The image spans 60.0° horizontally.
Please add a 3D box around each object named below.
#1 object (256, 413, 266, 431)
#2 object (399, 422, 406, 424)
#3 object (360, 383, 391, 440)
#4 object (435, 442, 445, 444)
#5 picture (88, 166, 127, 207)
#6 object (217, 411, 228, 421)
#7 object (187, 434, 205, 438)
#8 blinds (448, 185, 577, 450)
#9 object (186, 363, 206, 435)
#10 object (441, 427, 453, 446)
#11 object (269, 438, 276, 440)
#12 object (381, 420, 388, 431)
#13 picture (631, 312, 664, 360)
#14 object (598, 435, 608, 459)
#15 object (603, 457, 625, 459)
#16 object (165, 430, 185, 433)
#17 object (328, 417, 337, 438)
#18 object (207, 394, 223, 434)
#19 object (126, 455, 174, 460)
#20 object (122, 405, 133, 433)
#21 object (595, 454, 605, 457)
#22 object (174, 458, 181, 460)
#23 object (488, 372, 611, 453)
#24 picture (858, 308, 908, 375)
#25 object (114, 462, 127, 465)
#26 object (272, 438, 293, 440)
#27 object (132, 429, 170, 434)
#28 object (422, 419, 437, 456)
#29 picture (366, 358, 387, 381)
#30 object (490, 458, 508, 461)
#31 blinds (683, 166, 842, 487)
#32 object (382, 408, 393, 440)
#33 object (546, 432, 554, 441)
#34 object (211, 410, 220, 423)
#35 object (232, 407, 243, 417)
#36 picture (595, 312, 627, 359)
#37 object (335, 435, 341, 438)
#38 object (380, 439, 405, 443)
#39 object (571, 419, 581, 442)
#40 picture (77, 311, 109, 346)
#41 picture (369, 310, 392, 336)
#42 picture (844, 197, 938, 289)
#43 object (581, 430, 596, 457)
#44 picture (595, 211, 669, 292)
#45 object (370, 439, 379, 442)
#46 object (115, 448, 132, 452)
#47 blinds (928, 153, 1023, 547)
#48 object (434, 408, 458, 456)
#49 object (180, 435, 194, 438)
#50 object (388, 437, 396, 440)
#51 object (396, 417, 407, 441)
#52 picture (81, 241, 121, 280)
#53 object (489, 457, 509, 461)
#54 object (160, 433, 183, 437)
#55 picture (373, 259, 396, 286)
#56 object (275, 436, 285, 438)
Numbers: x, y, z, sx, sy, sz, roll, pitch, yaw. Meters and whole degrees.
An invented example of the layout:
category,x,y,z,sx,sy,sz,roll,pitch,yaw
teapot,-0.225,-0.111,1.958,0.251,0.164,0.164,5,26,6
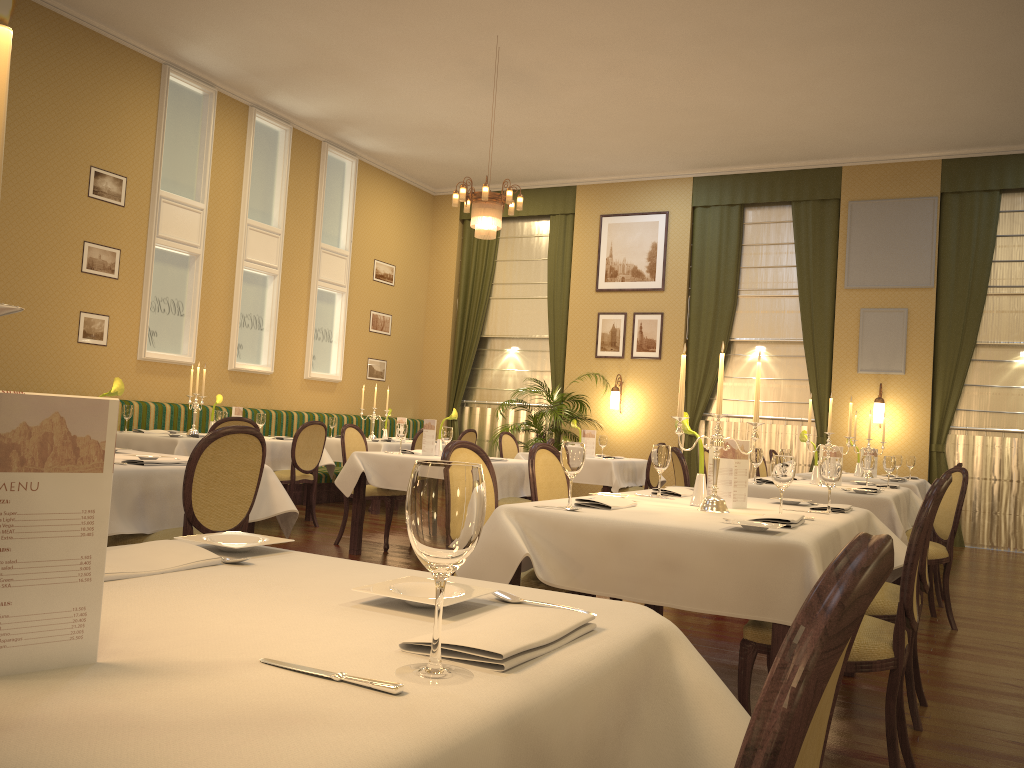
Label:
category,x,y,z,sx,sy,sz,roll,pitch,yaw
object,-2.262,0.379,7.971,0.088,0.229,0.088,4,-3,-15
object,-1.236,0.538,9.937,0.088,0.229,0.088,4,-3,-15
object,-1.560,0.312,10.048,0.390,0.655,0.131,2,-3,33
object,-0.830,0.699,10.571,0.142,0.024,0.273,2,-3,27
picture,-3.825,-1.866,8.394,0.008,0.294,0.401,2,-3,27
object,-2.471,0.346,7.544,0.088,0.229,0.088,4,-3,-15
object,-2.545,0.433,7.361,0.142,0.033,0.273,2,-3,27
blinds,-0.037,-0.658,12.710,1.934,4.537,0.225,2,-3,27
object,-2.752,0.126,7.722,0.390,0.655,0.131,1,-4,42
object,-0.476,0.426,6.438,0.088,0.229,0.088,5,-3,-20
object,-2.211,0.496,8.041,0.185,0.010,0.017,2,-3,28
object,-1.544,0.553,10.705,0.088,0.229,0.088,4,-3,-15
picture,1.781,-0.635,11.695,0.412,0.619,0.022,2,-3,27
object,0.894,0.623,8.746,0.088,0.229,0.088,4,-3,-15
object,1.038,0.753,9.068,0.142,0.024,0.273,2,-3,27
object,-3.030,0.430,7.914,0.160,0.024,0.160,2,-3,27
object,-1.996,0.483,9.838,0.088,0.229,0.088,4,-3,-15
object,-2.648,0.277,7.899,0.076,0.375,0.163,6,-3,-41
object,-1.667,0.342,4.064,0.160,0.024,0.160,2,-3,27
object,-3.231,0.291,7.445,0.088,0.229,0.088,4,-3,-15
object,0.940,0.759,9.377,0.160,0.024,0.160,2,-3,27
object,-1.496,0.359,4.102,0.181,0.015,0.038,2,-3,29
object,0.500,0.703,11.556,1.496,1.807,1.552,3,-3,8
picture,4.329,-0.501,10.364,0.512,0.769,0.027,2,-3,27
object,-1.694,0.331,3.747,0.185,0.010,0.017,2,-3,28
object,-2.065,0.507,8.178,0.142,0.024,0.273,2,-3,27
object,-3.092,0.409,7.607,0.142,0.033,0.273,2,-3,27
object,-0.639,0.408,6.749,0.081,0.277,0.166,5,-3,-16
picture,-1.873,-0.197,12.286,0.008,0.294,0.437,2,-3,27
object,-0.157,0.559,6.579,0.142,0.024,0.273,2,-3,27
blinds,3.068,-0.528,11.085,1.878,4.537,0.129,2,-3,27
object,-1.455,0.469,10.353,0.076,0.375,0.163,3,-3,14
object,0.390,0.609,9.154,0.088,0.229,0.088,4,-3,-15
object,-2.779,0.361,8.312,0.088,0.229,0.088,5,-3,-20
object,-2.497,0.345,8.053,0.081,0.277,0.166,4,-3,-11
picture,1.329,-0.654,11.930,0.412,0.619,0.022,2,-3,27
object,-1.857,0.601,10.000,0.142,0.033,0.273,2,-3,27
object,-1.310,0.625,9.753,0.142,0.033,0.273,2,-3,27
object,0.680,0.558,9.219,0.076,0.375,0.163,6,-3,-41
picture,-3.922,-0.516,8.316,0.008,0.294,0.313,2,-3,27
picture,-1.824,-0.845,12.328,0.008,0.294,0.504,2,-3,27
picture,4.436,-1.648,10.401,0.966,1.057,0.027,2,-3,27
object,0.757,0.604,9.011,0.166,0.277,0.081,2,-3,34
picture,1.601,-1.767,11.875,0.966,1.057,0.027,2,-3,27
object,-1.461,0.605,9.472,0.160,0.024,0.160,2,-3,27
object,-2.043,0.337,4.492,0.160,0.024,0.160,2,-3,27
blinds,5.656,-0.419,9.741,1.876,4.537,0.129,2,-3,27
object,-0.509,0.368,6.809,0.163,0.375,0.076,4,-3,4
object,-2.668,0.426,7.240,0.181,0.015,0.038,2,-3,29
object,-1.446,0.668,10.877,0.142,0.033,0.273,2,-3,27
object,-1.320,0.530,10.360,0.166,0.277,0.081,1,-4,44
picture,-3.871,-1.164,8.362,0.008,0.294,0.401,2,-3,27
object,-0.105,0.575,6.797,0.181,0.015,0.038,2,-3,29
object,-2.696,0.413,7.079,0.160,0.024,0.160,2,-3,27
picture,-1.777,-1.548,12.361,0.008,0.294,0.504,2,-3,27
object,-2.184,0.506,8.358,0.160,0.024,0.160,2,-3,27
